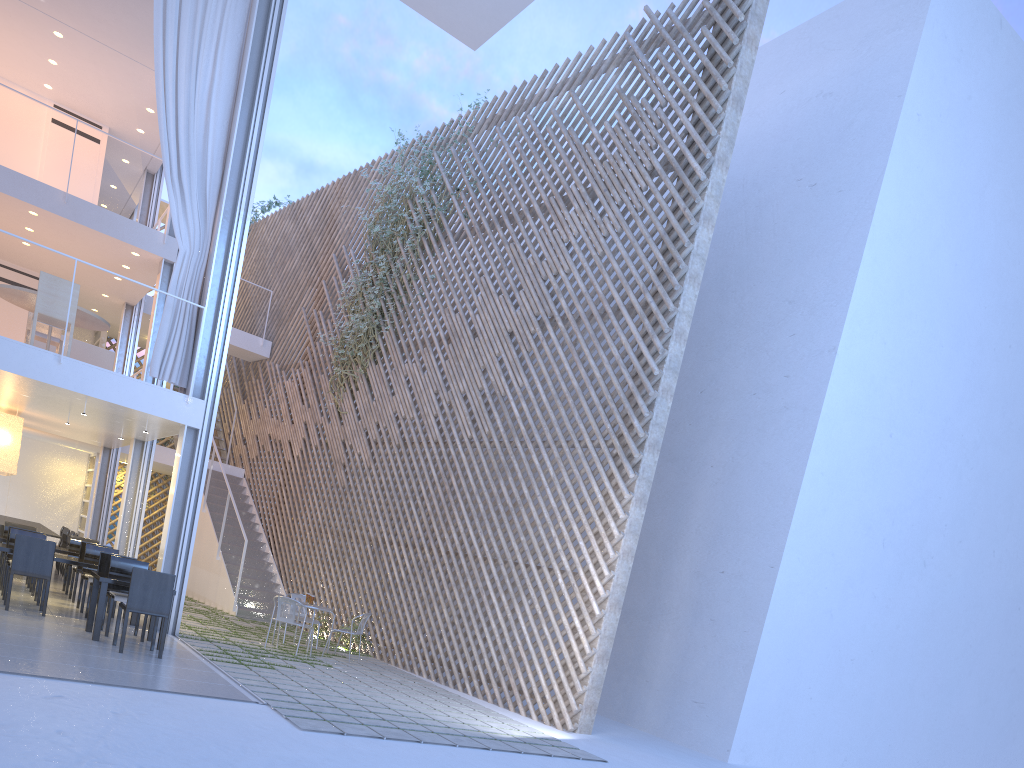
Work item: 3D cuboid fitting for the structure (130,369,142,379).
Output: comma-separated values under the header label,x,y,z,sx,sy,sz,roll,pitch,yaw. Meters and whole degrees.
label,x,y,z,sx,sy,sz,roll,pitch,yaw
structure,-3.262,0.158,7.124,0.029,0.548,1.668,8,-8,-32

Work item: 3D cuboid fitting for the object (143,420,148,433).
label,x,y,z,sx,sy,sz,roll,pitch,yaw
object,-3.459,0.419,5.252,1.758,0.806,1.800,20,-13,-34

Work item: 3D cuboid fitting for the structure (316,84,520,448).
label,x,y,z,sx,sy,sz,roll,pitch,yaw
structure,-0.917,-0.769,6.771,0.763,2.720,2.271,8,2,-41

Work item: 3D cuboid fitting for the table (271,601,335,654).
label,x,y,z,sx,sy,sz,roll,pitch,yaw
table,-1.457,1.701,5.760,0.340,0.331,0.361,11,-5,20

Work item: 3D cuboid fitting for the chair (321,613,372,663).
label,x,y,z,sx,sy,sz,roll,pitch,yaw
chair,-1.137,1.750,5.748,0.247,0.379,0.264,13,0,8

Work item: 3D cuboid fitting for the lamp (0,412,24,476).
label,x,y,z,sx,sy,sz,roll,pitch,yaw
lamp,-4.424,0.497,6.887,0.468,0.417,2.261,15,-13,-31

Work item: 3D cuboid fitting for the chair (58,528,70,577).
label,x,y,z,sx,sy,sz,roll,pitch,yaw
chair,-4.017,1.439,7.144,0.249,0.438,0.181,11,4,-37

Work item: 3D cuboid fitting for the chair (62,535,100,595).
label,x,y,z,sx,sy,sz,roll,pitch,yaw
chair,-3.118,1.332,5.975,0.199,0.438,0.228,10,3,-32

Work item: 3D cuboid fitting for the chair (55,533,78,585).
label,x,y,z,sx,sy,sz,roll,pitch,yaw
chair,-3.649,1.376,6.596,0.249,0.438,0.181,12,4,-31

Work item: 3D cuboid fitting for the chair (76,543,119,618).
label,x,y,z,sx,sy,sz,roll,pitch,yaw
chair,-2.589,1.238,5.172,0.199,0.438,0.228,10,3,-32

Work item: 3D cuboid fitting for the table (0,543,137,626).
label,x,y,z,sx,sy,sz,roll,pitch,yaw
table,-2.709,1.177,4.869,0.962,0.325,0.341,21,-8,-33

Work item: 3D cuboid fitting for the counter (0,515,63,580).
label,x,y,z,sx,sy,sz,roll,pitch,yaw
counter,-4.468,1.338,7.079,0.854,0.367,2.469,19,-15,-31

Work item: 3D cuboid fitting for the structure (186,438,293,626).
label,x,y,z,sx,sy,sz,roll,pitch,yaw
structure,-2.857,1.113,7.741,1.231,1.955,1.894,12,-2,-39

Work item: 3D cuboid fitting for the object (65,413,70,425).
label,x,y,z,sx,sy,sz,roll,pitch,yaw
object,-3.018,0.235,5.599,0.030,0.079,0.027,11,5,-21

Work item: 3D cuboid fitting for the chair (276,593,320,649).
label,x,y,z,sx,sy,sz,roll,pitch,yaw
chair,-1.564,1.734,6.053,0.273,0.379,0.237,13,0,-32

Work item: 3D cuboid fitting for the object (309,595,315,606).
label,x,y,z,sx,sy,sz,roll,pitch,yaw
object,-1.376,1.486,5.653,0.031,0.077,0.031,13,4,13

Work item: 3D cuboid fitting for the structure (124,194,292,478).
label,x,y,z,sx,sy,sz,roll,pitch,yaw
structure,-4.239,-0.116,10.623,1.150,4.517,3.180,8,2,-35

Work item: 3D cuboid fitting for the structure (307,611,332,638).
label,x,y,z,sx,sy,sz,roll,pitch,yaw
structure,-1.622,2.053,7.014,0.276,0.259,0.256,15,-4,-25

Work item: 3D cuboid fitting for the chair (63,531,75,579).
label,x,y,z,sx,sy,sz,roll,pitch,yaw
chair,-3.827,1.410,6.874,0.249,0.438,0.181,11,4,-34

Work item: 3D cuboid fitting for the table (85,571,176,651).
label,x,y,z,sx,sy,sz,roll,pitch,yaw
table,-2.006,1.187,4.304,0.376,0.329,0.341,16,-5,-32

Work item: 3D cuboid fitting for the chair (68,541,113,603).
label,x,y,z,sx,sy,sz,roll,pitch,yaw
chair,-2.866,1.288,5.593,0.199,0.438,0.228,10,3,-32

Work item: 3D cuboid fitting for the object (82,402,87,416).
label,x,y,z,sx,sy,sz,roll,pitch,yaw
object,-2.485,0.141,4.788,0.030,0.079,0.027,11,5,-21

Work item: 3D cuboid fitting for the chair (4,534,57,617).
label,x,y,z,sx,sy,sz,roll,pitch,yaw
chair,-2.672,1.055,4.556,0.199,0.438,0.228,10,3,-32

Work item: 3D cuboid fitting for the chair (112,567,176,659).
label,x,y,z,sx,sy,sz,roll,pitch,yaw
chair,-1.806,1.113,4.031,0.199,0.438,0.228,10,3,-32

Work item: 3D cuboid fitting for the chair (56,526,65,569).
label,x,y,z,sx,sy,sz,roll,pitch,yaw
chair,-4.362,1.510,7.708,0.249,0.438,0.181,12,4,-30

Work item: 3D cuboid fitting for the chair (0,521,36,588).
label,x,y,z,sx,sy,sz,roll,pitch,yaw
chair,-3.452,1.193,5.743,0.199,0.438,0.228,10,3,-32

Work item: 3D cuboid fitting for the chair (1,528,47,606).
label,x,y,z,sx,sy,sz,roll,pitch,yaw
chair,-2.923,1.099,4.939,0.199,0.438,0.228,10,3,-32

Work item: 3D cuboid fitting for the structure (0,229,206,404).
label,x,y,z,sx,sy,sz,roll,pitch,yaw
structure,-2.118,0.140,3.837,1.422,1.782,1.392,14,-2,-32

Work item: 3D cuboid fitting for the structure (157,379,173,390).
label,x,y,z,sx,sy,sz,roll,pitch,yaw
structure,-2.271,-0.018,5.617,0.029,0.548,1.666,8,-8,-32

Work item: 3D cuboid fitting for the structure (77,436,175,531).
label,x,y,z,sx,sy,sz,roll,pitch,yaw
structure,-4.570,1.260,9.836,1.187,1.996,0.276,12,6,-32

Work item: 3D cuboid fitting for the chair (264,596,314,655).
label,x,y,z,sx,sy,sz,roll,pitch,yaw
chair,-1.461,1.589,5.423,0.258,0.379,0.251,13,0,13

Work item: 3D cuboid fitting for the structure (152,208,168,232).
label,x,y,z,sx,sy,sz,roll,pitch,yaw
structure,-2.970,-1.183,6.953,0.029,0.548,1.668,8,-8,-32

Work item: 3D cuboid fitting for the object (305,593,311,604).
label,x,y,z,sx,sy,sz,roll,pitch,yaw
object,-1.446,1.518,5.832,0.031,0.077,0.031,13,4,13

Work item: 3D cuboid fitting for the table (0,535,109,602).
label,x,y,z,sx,sy,sz,roll,pitch,yaw
table,-3.210,1.266,5.631,0.962,0.325,0.341,21,-8,-33

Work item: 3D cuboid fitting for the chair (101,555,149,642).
label,x,y,z,sx,sy,sz,roll,pitch,yaw
chair,-2.076,1.161,4.441,0.199,0.438,0.228,10,3,-32

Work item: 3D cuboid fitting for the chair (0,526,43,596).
label,x,y,z,sx,sy,sz,roll,pitch,yaw
chair,-3.200,1.148,5.360,0.199,0.438,0.228,10,3,-32

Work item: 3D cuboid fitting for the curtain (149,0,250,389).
label,x,y,z,sx,sy,sz,roll,pitch,yaw
curtain,-1.872,-1.232,4.569,0.530,2.421,0.092,8,8,-35

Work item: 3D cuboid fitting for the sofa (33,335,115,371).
label,x,y,z,sx,sy,sz,roll,pitch,yaw
sofa,-3.313,-0.081,6.110,0.523,0.362,0.964,17,-12,-31

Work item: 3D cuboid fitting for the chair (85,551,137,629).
label,x,y,z,sx,sy,sz,roll,pitch,yaw
chair,-2.337,1.194,4.789,0.199,0.438,0.228,10,3,-32

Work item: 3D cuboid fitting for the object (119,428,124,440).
label,x,y,z,sx,sy,sz,roll,pitch,yaw
object,-2.745,0.349,5.790,0.030,0.079,0.027,11,5,-21

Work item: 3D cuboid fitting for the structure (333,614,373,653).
label,x,y,z,sx,sy,sz,roll,pitch,yaw
structure,-1.252,1.964,6.492,0.304,0.321,0.310,10,-4,43

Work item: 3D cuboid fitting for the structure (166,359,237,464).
label,x,y,z,sx,sy,sz,roll,pitch,yaw
structure,-3.531,-0.039,9.248,0.552,1.884,1.207,8,3,-38

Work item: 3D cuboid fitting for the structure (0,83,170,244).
label,x,y,z,sx,sy,sz,roll,pitch,yaw
structure,-2.535,-0.436,4.261,1.793,3.296,3.553,11,-3,-32

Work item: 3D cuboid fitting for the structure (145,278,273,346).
label,x,y,z,sx,sy,sz,roll,pitch,yaw
structure,-2.981,-0.865,8.139,1.196,0.562,0.026,20,2,-33

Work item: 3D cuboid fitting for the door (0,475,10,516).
label,x,y,z,sx,sy,sz,roll,pitch,yaw
door,-4.817,0.684,6.484,0.493,1.153,5.495,11,-12,-19

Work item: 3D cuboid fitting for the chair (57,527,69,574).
label,x,y,z,sx,sy,sz,roll,pitch,yaw
chair,-4.184,1.477,7.431,0.249,0.438,0.181,11,4,-35
